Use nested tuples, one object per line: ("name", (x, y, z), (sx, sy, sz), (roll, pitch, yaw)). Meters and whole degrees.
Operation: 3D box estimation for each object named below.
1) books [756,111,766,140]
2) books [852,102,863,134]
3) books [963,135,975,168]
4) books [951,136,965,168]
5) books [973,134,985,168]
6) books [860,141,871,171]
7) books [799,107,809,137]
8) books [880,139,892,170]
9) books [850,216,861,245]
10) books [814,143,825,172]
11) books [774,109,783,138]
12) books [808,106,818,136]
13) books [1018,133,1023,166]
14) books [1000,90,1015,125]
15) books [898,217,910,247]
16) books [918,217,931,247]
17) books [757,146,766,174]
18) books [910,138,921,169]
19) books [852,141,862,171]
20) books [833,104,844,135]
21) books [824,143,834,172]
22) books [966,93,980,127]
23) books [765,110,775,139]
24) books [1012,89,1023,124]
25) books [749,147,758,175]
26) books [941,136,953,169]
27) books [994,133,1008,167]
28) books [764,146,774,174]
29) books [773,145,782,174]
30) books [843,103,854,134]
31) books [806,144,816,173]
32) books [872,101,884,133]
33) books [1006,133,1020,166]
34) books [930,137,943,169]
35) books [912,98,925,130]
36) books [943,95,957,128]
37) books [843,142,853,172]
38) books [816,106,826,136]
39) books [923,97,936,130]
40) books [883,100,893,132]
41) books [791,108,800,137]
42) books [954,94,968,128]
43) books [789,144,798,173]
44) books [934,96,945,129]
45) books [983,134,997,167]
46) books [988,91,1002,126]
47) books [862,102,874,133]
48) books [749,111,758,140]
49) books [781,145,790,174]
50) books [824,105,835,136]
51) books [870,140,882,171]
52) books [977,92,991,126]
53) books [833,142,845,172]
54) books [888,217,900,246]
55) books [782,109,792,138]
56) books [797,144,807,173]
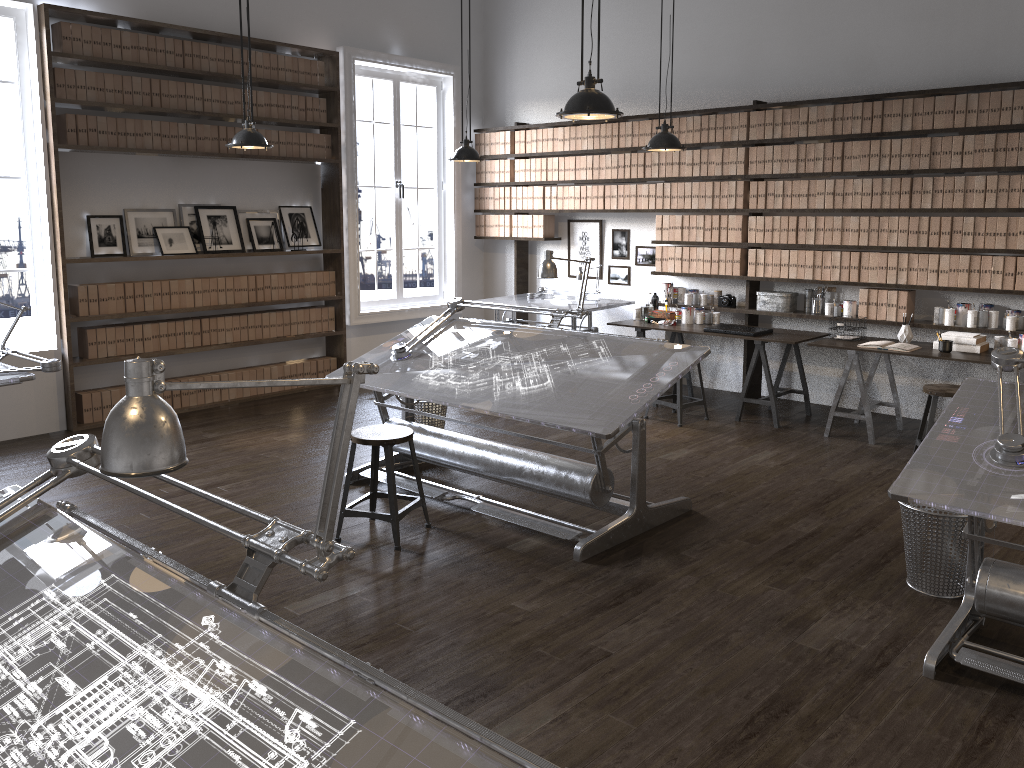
("books", (2.035, -2.069, 7.103), (0.067, 0.224, 0.175), (7, 12, 42))
("books", (2.604, -1.971, 6.595), (0.067, 0.224, 0.175), (7, 12, 41))
("books", (3.180, -1.599, 6.117), (0.067, 0.224, 0.175), (7, 12, 42))
("books", (3.125, -1.608, 6.164), (0.067, 0.224, 0.175), (7, 12, 41))
("books", (3.228, -1.591, 6.077), (0.067, 0.224, 0.175), (7, 12, 42))
("books", (2.657, -1.689, 6.583), (0.067, 0.224, 0.175), (7, 12, 42))
("books", (2.299, -2.024, 6.868), (0.067, 0.224, 0.175), (7, 12, 41))
("books", (2.766, -1.670, 6.489), (0.067, 0.224, 0.175), (7, 12, 41))
("books", (2.622, -1.153, 6.695), (0.067, 0.224, 0.175), (7, 12, 41))
("books", (2.400, -1.734, 6.817), (0.067, 0.224, 0.175), (7, 12, 42))
("books", (2.145, -2.051, 7.009), (0.067, 0.224, 0.175), (7, 12, 41))
("books", (2.354, -2.015, 6.822), (0.067, 0.224, 0.175), (7, 12, 42))
("books", (3.430, -1.555, 5.891), (0.067, 0.224, 0.175), (7, 12, 41))
("books", (3.337, -1.844, 5.936), (0.067, 0.224, 0.175), (7, 12, 42))
("books", (2.883, -1.106, 6.456), (0.067, 0.224, 0.175), (7, 12, 42))
("books", (2.986, -1.090, 6.369), (0.067, 0.224, 0.175), (7, 12, 42))
("books", (2.045, -1.796, 7.139), (0.067, 0.224, 0.175), (7, 12, 41))
("books", (2.923, -1.644, 6.351), (0.067, 0.224, 0.175), (7, 12, 41))
("books", (2.613, -1.697, 6.628), (0.067, 0.224, 0.175), (7, 12, 41))
("books", (2.502, -1.990, 6.693), (0.067, 0.224, 0.175), (7, 12, 42))
("books", (2.456, -1.725, 6.773), (0.067, 0.224, 0.175), (7, 12, 42))
("books", (3.183, -1.871, 6.077), (0.067, 0.224, 0.175), (7, 12, 42))
("books", (2.089, -2.060, 7.055), (0.067, 0.224, 0.175), (7, 12, 41))
("books", (3.392, -1.834, 5.889), (0.067, 0.224, 0.175), (7, 12, 41))
("books", (1.995, -1.805, 7.187), (0.067, 0.224, 0.175), (7, 12, 41))
("books", (3.076, -1.617, 6.214), (0.067, 0.224, 0.175), (7, 12, 42))
("books", (3.328, -1.574, 5.988), (0.067, 0.224, 0.175), (7, 12, 42))
("books", (2.095, -1.787, 7.090), (0.067, 0.224, 0.175), (7, 12, 42))
("books", (2.150, -1.777, 7.043), (0.067, 0.224, 0.175), (7, 12, 41))
("books", (2.554, -1.981, 6.645), (0.067, 0.224, 0.175), (7, 12, 42))
("books", (2.350, -1.743, 6.867), (0.067, 0.224, 0.175), (7, 12, 41))
("books", (2.711, -1.952, 6.497), (0.067, 0.224, 0.175), (7, 12, 42))
("books", (3.381, -1.565, 5.941), (0.067, 0.224, 0.175), (7, 12, 42))
("books", (3.026, -1.626, 6.262), (0.067, 0.224, 0.175), (7, 12, 42))
("books", (2.924, -1.917, 6.314), (0.067, 0.224, 0.175), (7, 12, 42))
("books", (3.073, -1.889, 6.171), (0.067, 0.224, 0.175), (7, 12, 41))
("books", (2.566, -1.706, 6.674), (0.067, 0.224, 0.175), (7, 12, 42))
("books", (2.401, -2.007, 6.781), (0.067, 0.224, 0.175), (7, 12, 42))
("books", (2.975, -1.907, 6.266), (0.067, 0.224, 0.175), (7, 12, 42))
("books", (2.770, -1.943, 6.452), (0.067, 0.224, 0.175), (7, 12, 41))
("books", (2.249, -2.033, 6.918), (0.067, 0.224, 0.175), (7, 12, 42))
("books", (3.127, -1.880, 6.123), (0.067, 0.224, 0.175), (7, 12, 42))
("books", (2.244, -1.760, 6.955), (0.067, 0.224, 0.175), (7, 12, 42))
("books", (3.029, -1.898, 6.216), (0.067, 0.224, 0.175), (7, 12, 42))
("books", (3.274, -1.581, 6.029), (0.067, 0.224, 0.175), (7, 12, 41))
("books", (3.288, -1.853, 5.985), (0.067, 0.224, 0.175), (7, 12, 41))
("books", (2.660, -1.962, 6.551), (0.067, 0.224, 0.175), (7, 12, 41))
("books", (1.991, -2.078, 7.149), (0.067, 0.224, 0.175), (7, 12, 41))
("books", (2.197, -1.770, 7.002), (0.067, 0.224, 0.175), (7, 12, 41))
("books", (2.448, -1.998, 6.733), (0.067, 0.224, 0.175), (7, 12, 41))
("books", (2.711, -1.679, 6.535), (0.067, 0.224, 0.175), (7, 12, 41))
("books", (3.237, -1.862, 6.033), (0.067, 0.224, 0.175), (7, 12, 41))
("books", (2.508, -1.715, 6.719), (0.067, 0.224, 0.175), (7, 12, 41))
("books", (2.831, -1.116, 6.507), (0.067, 0.224, 0.175), (7, 12, 42))
("books", (2.199, -2.043, 6.966), (0.067, 0.224, 0.175), (7, 12, 42))
("books", (2.298, -1.753, 6.914), (0.067, 0.224, 0.175), (7, 12, 41))
